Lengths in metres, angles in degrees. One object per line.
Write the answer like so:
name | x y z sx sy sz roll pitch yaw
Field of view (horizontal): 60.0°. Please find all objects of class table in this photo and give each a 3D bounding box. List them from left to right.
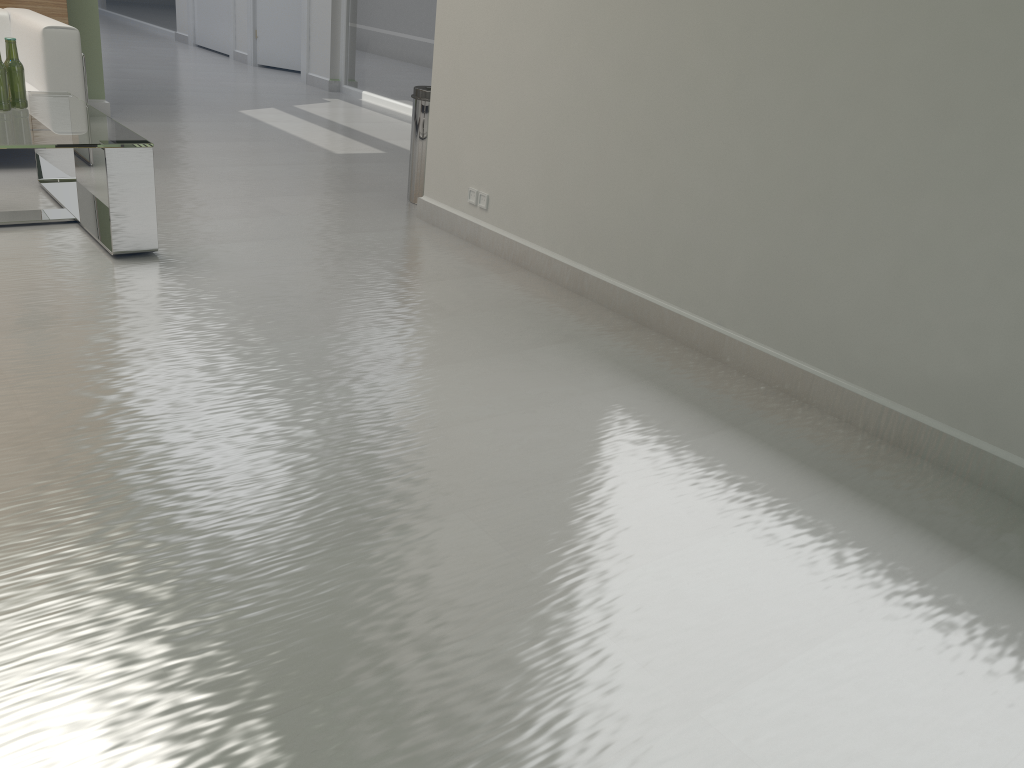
table | -3.744 -1.503 6.180 1.783 0.742 2.197 -12 30 -36

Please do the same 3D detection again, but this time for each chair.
chair | -5.066 -2.731 8.037 1.894 1.234 1.802 -12 30 -36

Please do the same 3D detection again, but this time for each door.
door | -6.124 -9.430 17.864 0.250 5.083 2.089 -12 30 -36
door | -3.726 -8.299 15.969 2.089 5.083 0.134 15 25 18

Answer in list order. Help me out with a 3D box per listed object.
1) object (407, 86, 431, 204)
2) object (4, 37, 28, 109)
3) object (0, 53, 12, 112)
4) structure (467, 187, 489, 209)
object | -0.724 -2.210 8.256 0.482 1.027 0.483 16 25 19
object | -3.547 -2.214 6.319 0.131 0.475 0.131 13 25 13
object | -3.576 -2.145 6.159 0.131 0.475 0.131 13 25 13
structure | -0.274 -1.495 7.128 0.017 0.118 0.262 -12 30 -36
